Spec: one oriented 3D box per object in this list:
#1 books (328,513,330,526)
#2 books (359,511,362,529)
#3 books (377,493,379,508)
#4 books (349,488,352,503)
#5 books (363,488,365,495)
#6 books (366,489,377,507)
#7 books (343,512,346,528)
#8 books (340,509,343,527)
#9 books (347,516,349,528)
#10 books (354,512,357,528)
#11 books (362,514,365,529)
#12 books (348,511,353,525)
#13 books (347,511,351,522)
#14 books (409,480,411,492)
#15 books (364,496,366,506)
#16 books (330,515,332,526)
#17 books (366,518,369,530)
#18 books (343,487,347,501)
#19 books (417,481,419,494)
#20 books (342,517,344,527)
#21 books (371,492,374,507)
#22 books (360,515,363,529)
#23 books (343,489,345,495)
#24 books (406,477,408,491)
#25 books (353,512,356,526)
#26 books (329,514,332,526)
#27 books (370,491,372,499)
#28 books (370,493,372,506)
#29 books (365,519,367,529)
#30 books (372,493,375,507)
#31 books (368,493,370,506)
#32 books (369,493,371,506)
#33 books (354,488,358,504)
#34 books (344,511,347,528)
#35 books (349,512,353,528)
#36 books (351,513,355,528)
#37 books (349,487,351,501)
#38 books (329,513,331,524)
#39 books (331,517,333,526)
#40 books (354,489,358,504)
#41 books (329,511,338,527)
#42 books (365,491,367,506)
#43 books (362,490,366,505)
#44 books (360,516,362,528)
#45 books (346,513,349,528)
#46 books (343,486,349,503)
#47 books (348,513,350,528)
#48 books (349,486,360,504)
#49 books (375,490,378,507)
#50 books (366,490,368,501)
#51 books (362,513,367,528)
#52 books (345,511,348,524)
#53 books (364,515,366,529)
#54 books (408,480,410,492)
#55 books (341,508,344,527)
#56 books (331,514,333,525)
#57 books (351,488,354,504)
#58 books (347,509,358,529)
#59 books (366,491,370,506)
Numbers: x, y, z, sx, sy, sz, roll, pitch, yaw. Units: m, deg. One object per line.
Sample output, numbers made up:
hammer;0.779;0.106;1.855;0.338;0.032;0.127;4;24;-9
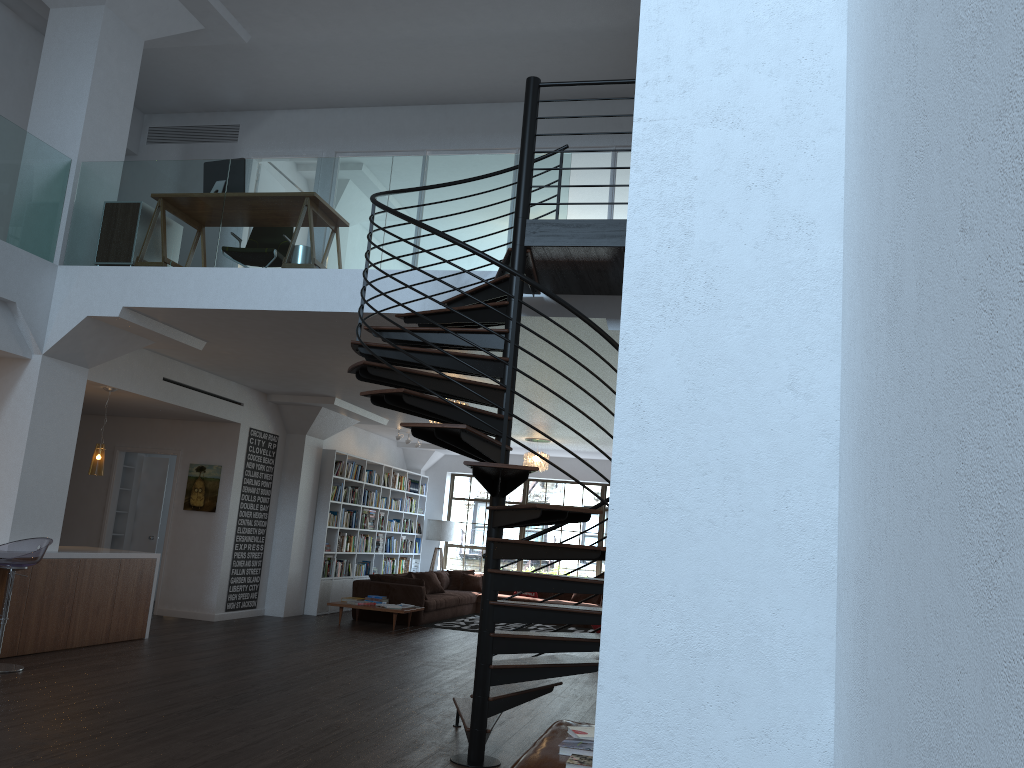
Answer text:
books;-2.785;2.013;13.201;0.136;0.196;0.045;2;-10;13
books;-2.543;2.195;14.368;0.198;0.284;0.049;2;-10;13
books;-2.346;1.969;15.067;0.159;0.250;0.026;2;-10;13
books;-2.613;1.753;13.964;0.171;0.246;0.039;2;-10;13
books;-2.504;1.818;14.406;0.176;0.294;0.102;2;-10;13
books;-2.383;1.923;14.944;0.176;0.290;0.053;2;-10;13
books;-2.668;2.097;13.743;0.174;0.239;0.045;2;-10;13
books;-2.706;2.049;13.618;0.197;0.283;0.065;2;-10;13
books;-2.636;2.133;13.881;0.161;0.223;0.026;2;-10;13
books;-2.569;2.170;14.148;0.182;0.253;0.034;2;-10;13
books;-2.502;2.240;14.470;0.174;0.240;0.054;2;-10;13
books;-2.623;2.143;14.033;0.180;0.259;0.060;2;-10;13
books;-2.642;2.130;13.955;0.182;0.253;0.034;2;-10;13
books;-1.987;1.906;16.602;0.161;0.223;0.033;2;-10;13
books;-2.484;1.854;14.495;0.182;0.253;0.034;2;-10;13
books;-2.765;2.037;13.271;0.128;0.178;0.021;2;-10;13
books;-2.452;2.301;14.690;0.161;0.207;0.135;3;-10;13
books;-2.669;1.710;13.718;0.174;0.236;0.142;2;-10;14
books;-1.889;1.981;17.063;0.183;0.253;0.042;2;-10;13
books;-2.682;2.098;13.709;0.161;0.223;0.027;2;-10;13
books;-2.411;1.921;14.818;0.170;0.245;0.057;2;-10;13
books;-2.513;2.240;14.427;0.161;0.223;0.032;2;-10;13
books;-2.675;1.714;13.660;0.161;0.207;0.135;2;-10;14
books;-2.037;1.843;16.447;0.198;0.284;0.049;2;-10;13
books;-2.587;2.164;14.118;0.182;0.253;0.034;2;-10;13
books;-2.768;2.033;13.250;0.128;0.178;0.022;2;-10;13
books;-2.421;1.911;14.778;0.159;0.250;0.026;2;-10;13
books;-2.420;1.920;14.749;0.161;0.223;0.027;2;-10;13
books;-2.478;2.276;14.613;0.161;0.223;0.033;2;-10;13
books;-2.396;1.934;14.865;0.174;0.239;0.045;2;-10;13
books;-2.443;1.904;14.695;0.167;0.230;0.037;2;-10;13
books;-2.428;1.915;14.724;0.161;0.223;0.026;2;-10;13
books;-2.559;1.800;14.214;0.160;0.251;0.031;2;-10;13
books;-2.660;2.103;13.794;0.170;0.245;0.057;2;-10;13
books;-2.612;2.137;13.982;0.182;0.253;0.034;2;-10;13
books;-2.589;2.163;14.077;0.174;0.239;0.045;2;-10;13
books;-2.624;1.743;13.928;0.160;0.251;0.039;2;-10;13
books;-2.778;2.018;13.233;0.127;0.200;0.020;2;-10;13
books;-2.759;2.046;13.321;0.128;0.178;0.022;2;-10;13
books;-2.566;1.791;14.140;0.174;0.240;0.054;2;-10;13
books;-2.721;2.050;13.479;0.140;0.231;0.042;2;-10;13
books;-2.470;1.868;14.530;0.174;0.239;0.045;2;-10;13
books;-2.481;1.848;14.460;0.182;0.253;0.034;2;-10;13
books;-2.527;2.220;14.402;0.160;0.251;0.031;2;-10;13
books;-2.640;2.128;13.855;0.161;0.223;0.027;2;-10;13
books;-2.648;1.718;13.806;0.183;0.253;0.042;2;-10;13
books;-2.637;2.135;13.915;0.167;0.230;0.037;2;-10;13
books;-2.557;1.790;14.258;0.198;0.284;0.049;2;-10;13
books;-2.374;1.938;15.003;0.197;0.283;0.065;2;-10;13
books;-2.480;1.868;14.588;0.180;0.259;0.060;2;-10;13
books;-2.487;2.254;14.581;0.183;0.253;0.042;2;-10;13
books;-2.652;2.109;13.834;0.159;0.250;0.026;2;-10;13
books;-2.482;2.262;14.540;0.161;0.223;0.032;2;-10;13
books;-1.988;1.900;16.567;0.161;0.223;0.032;2;-10;13
books;-2.688;2.058;13.676;0.176;0.290;0.053;2;-10;13
books;-2.766;2.038;13.298;0.134;0.184;0.030;2;-10;13
books;-2.600;1.763;14.036;0.183;0.253;0.042;2;-10;13
books;-2.564;2.164;14.213;0.176;0.294;0.102;2;-10;13
books;-2.449;1.880;14.628;0.182;0.253;0.034;2;-10;13
